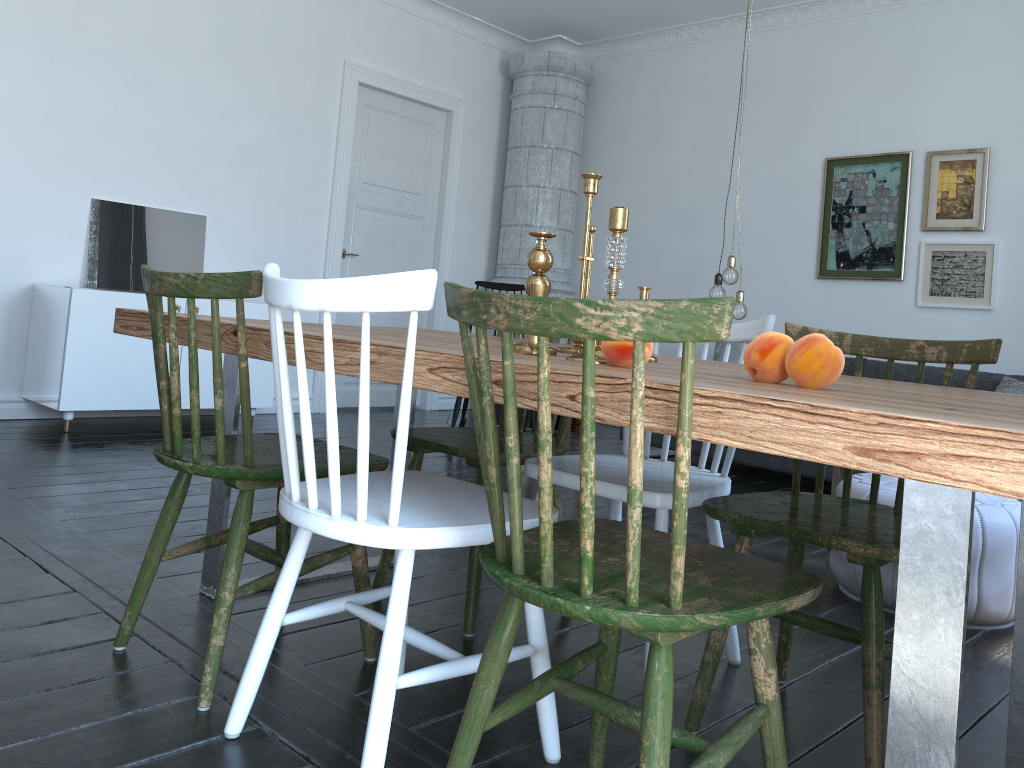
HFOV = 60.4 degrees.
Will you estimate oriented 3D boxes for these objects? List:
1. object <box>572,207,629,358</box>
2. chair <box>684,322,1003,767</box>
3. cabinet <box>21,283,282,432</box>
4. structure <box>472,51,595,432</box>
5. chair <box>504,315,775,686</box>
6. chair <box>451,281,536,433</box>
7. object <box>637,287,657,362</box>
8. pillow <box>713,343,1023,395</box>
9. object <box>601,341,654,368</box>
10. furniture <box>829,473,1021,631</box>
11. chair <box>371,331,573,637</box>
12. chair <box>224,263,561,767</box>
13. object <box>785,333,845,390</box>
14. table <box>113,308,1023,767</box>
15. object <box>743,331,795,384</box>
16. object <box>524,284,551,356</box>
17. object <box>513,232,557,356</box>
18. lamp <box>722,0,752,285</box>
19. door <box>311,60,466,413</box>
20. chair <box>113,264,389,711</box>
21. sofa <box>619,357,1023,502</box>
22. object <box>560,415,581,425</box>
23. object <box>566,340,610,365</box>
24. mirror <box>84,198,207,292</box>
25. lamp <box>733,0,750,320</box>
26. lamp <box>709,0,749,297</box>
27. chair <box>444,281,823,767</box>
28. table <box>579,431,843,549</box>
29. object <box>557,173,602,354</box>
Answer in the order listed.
[{"bbox_3d":[0.203,-0.199,1.759,0.140,0.312,0.140,5,-1,-5],"label":"object"},{"bbox_3d":[0.670,0.292,1.799,0.469,0.831,0.482,4,-1,42],"label":"chair"},{"bbox_3d":[-1.995,-0.141,4.982,0.593,0.737,1.195,5,2,43],"label":"cabinet"},{"bbox_3d":[0.207,-1.179,6.963,0.778,2.902,1.266,5,-1,-2],"label":"structure"},{"bbox_3d":[0.325,0.227,2.149,0.468,0.846,0.506,4,-1,43],"label":"chair"},{"bbox_3d":[-0.084,-0.142,5.468,0.612,1.008,0.905,5,1,-2],"label":"chair"},{"bbox_3d":[0.281,-0.130,1.911,0.080,0.161,0.080,5,-1,0],"label":"object"},{"bbox_3d":[2.028,-0.024,5.072,0.476,0.493,2.067,4,3,-42],"label":"pillow"},{"bbox_3d":[0.199,-0.066,1.528,0.084,0.084,0.089,4,1,-34],"label":"object"},{"bbox_3d":[1.327,0.508,2.815,0.613,0.421,0.612,7,3,37],"label":"furniture"},{"bbox_3d":[-0.050,0.179,2.452,0.469,0.830,0.482,4,-1,42],"label":"chair"},{"bbox_3d":[-0.213,0.224,1.564,0.468,0.846,0.506,4,-1,43],"label":"chair"},{"bbox_3d":[0.473,-0.035,1.376,0.088,0.090,0.083,6,1,33],"label":"object"},{"bbox_3d":[0.130,0.299,1.790,2.240,0.718,1.013,9,4,43],"label":"table"},{"bbox_3d":[0.426,-0.043,1.445,0.090,0.088,0.083,5,1,-21],"label":"object"},{"bbox_3d":[0.048,-0.122,1.694,0.049,0.139,0.049,3,-2,43],"label":"object"},{"bbox_3d":[0.051,-0.184,1.792,0.100,0.248,0.101,6,-2,-23],"label":"object"},{"bbox_3d":[1.049,-1.196,4.009,0.074,1.503,0.074,5,-2,0],"label":"lamp"},{"bbox_3d":[-0.912,-1.040,6.583,0.116,2.485,1.161,3,-2,43],"label":"door"},{"bbox_3d":[-0.559,0.175,1.913,0.469,0.831,0.482,4,-1,42],"label":"chair"},{"bbox_3d":[1.887,0.205,5.030,2.386,0.725,1.079,9,4,43],"label":"sofa"},{"bbox_3d":[0.459,0.205,6.833,0.175,0.200,0.171,5,1,33],"label":"object"},{"bbox_3d":[0.156,-0.095,1.627,0.103,0.114,0.101,5,1,29],"label":"object"},{"bbox_3d":[-2.146,-0.794,5.203,0.054,0.504,0.692,3,0,43],"label":"mirror"},{"bbox_3d":[1.078,-1.037,3.995,0.088,1.503,0.074,6,-3,-23],"label":"lamp"},{"bbox_3d":[1.002,-1.121,4.058,0.074,1.503,0.086,5,-2,4],"label":"lamp"},{"bbox_3d":[0.161,0.288,1.259,0.469,0.830,0.482,4,-1,42],"label":"chair"},{"bbox_3d":[0.944,0.363,3.991,1.409,0.400,0.597,9,4,43],"label":"table"},{"bbox_3d":[0.176,-0.271,2.015,0.113,0.412,0.113,5,-2,5],"label":"object"}]
